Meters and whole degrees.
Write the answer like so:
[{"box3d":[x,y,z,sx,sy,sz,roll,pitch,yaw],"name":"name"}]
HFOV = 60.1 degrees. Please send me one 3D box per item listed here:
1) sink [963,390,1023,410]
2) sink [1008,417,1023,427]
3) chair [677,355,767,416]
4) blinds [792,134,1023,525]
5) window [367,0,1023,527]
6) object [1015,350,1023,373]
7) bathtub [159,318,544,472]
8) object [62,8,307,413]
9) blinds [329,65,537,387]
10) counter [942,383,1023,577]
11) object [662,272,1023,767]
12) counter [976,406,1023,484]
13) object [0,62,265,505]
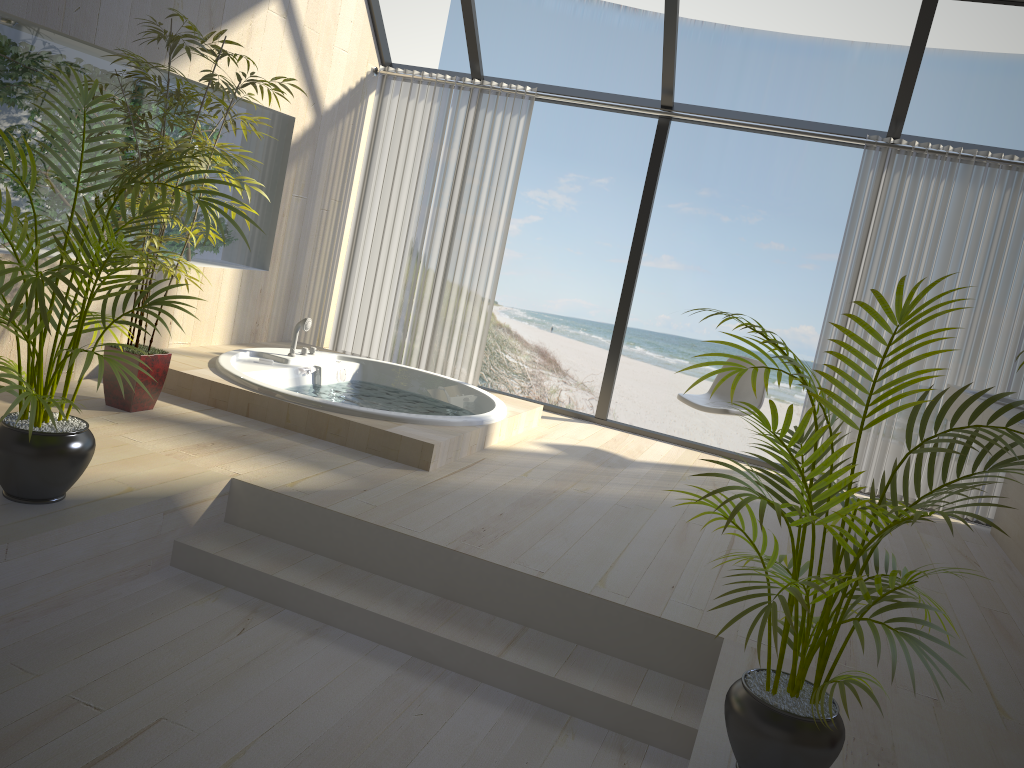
[{"box3d":[2.486,0.084,4.365,0.506,0.417,0.575,14,8,21],"name":"sink"},{"box3d":[2.093,0.182,3.225,0.506,0.417,0.575,14,8,21],"name":"sink"},{"box3d":[1.254,0.006,5.184,0.453,0.345,0.372,4,10,-43],"name":"chair"},{"box3d":[2.439,-0.327,5.137,1.187,2.059,0.084,14,6,18],"name":"blinds"},{"box3d":[0.947,-1.026,5.429,4.579,2.798,0.746,14,6,18],"name":"window"},{"box3d":[1.412,0.200,1.724,0.794,1.746,0.933,17,8,43],"name":"object"},{"box3d":[-0.929,0.053,4.975,1.828,0.694,1.651,14,9,18],"name":"bathtub"},{"box3d":[-1.601,-0.757,3.933,0.794,1.746,0.933,17,8,43],"name":"object"},{"box3d":[-0.570,-1.097,6.155,1.187,2.059,0.084,14,6,18],"name":"blinds"},{"box3d":[2.459,0.494,4.421,0.553,0.786,1.208,14,8,18],"name":"counter"},{"box3d":[0.650,0.305,1.947,0.748,1.150,0.925,6,8,-38],"name":"object"},{"box3d":[2.066,0.593,3.281,0.553,0.786,1.208,14,8,18],"name":"counter"},{"box3d":[-1.296,-0.297,2.695,1.066,1.338,0.877,12,6,7],"name":"object"}]
